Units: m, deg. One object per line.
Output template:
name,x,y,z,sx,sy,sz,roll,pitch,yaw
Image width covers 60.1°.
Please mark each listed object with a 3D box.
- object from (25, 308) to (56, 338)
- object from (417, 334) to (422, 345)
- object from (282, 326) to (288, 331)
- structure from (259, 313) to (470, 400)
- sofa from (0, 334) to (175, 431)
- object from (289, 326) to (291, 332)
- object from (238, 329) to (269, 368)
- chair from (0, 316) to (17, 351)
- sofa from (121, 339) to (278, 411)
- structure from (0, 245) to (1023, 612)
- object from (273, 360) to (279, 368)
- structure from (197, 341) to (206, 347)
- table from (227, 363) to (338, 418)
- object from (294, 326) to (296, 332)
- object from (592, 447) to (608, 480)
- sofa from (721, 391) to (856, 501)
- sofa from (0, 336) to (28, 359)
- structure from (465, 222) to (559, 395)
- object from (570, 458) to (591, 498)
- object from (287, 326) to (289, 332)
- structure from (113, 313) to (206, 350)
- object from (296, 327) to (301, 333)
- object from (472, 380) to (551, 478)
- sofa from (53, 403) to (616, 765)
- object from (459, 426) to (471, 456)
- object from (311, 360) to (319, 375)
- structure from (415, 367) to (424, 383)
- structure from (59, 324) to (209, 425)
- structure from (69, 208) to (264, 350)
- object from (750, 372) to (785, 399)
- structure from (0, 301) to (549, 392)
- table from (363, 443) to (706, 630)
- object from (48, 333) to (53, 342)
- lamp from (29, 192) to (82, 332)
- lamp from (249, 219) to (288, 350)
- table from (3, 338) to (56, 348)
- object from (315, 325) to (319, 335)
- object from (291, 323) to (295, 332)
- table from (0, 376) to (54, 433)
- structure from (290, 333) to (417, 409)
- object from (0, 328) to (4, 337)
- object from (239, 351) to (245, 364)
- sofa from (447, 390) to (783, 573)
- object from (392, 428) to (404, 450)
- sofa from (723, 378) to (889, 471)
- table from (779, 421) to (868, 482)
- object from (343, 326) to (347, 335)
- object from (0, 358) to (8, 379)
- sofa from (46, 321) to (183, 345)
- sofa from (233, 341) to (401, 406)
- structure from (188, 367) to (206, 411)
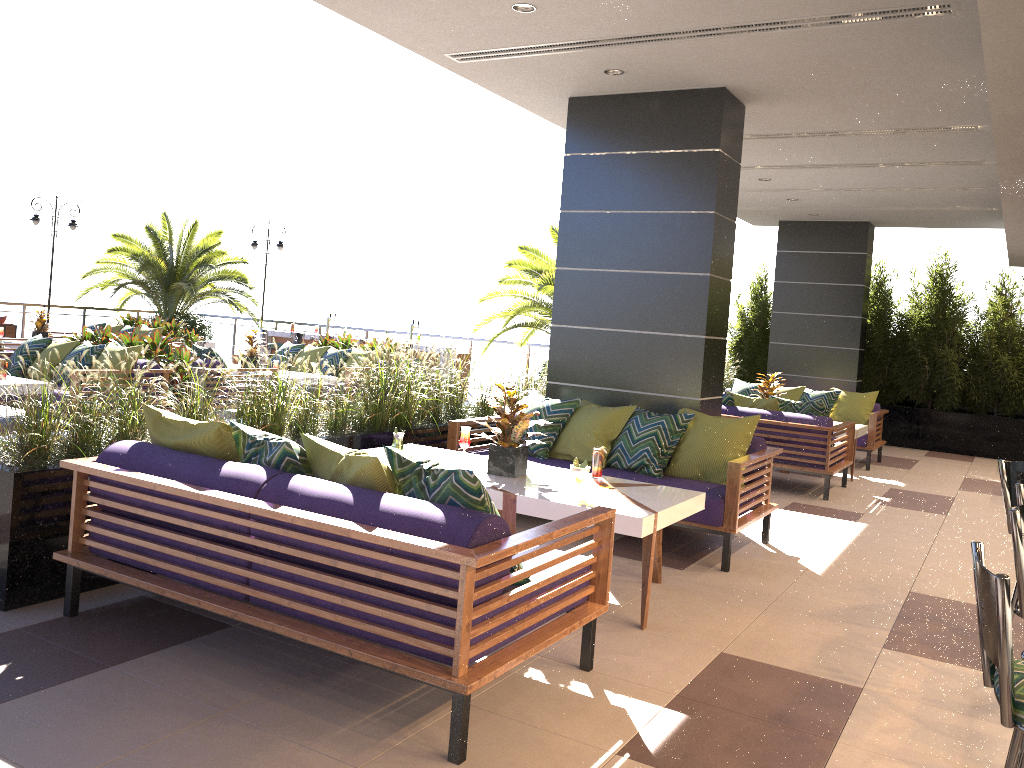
object,-7.229,-0.896,13.553,0.424,0.526,0.431,3,2,-33
object,-1.642,-0.789,15.595,0.069,0.198,0.082,4,1,-24
object,-4.536,-1.060,17.666,0.105,0.209,0.105,5,1,5
structure,-2.853,-0.616,16.589,4.412,1.327,0.803,7,2,30
sofa,-4.633,-0.027,9.045,2.131,0.919,1.118,6,3,30
object,-4.401,-1.049,17.660,0.105,0.209,0.105,5,1,5
object,-3.323,-0.440,11.308,0.426,0.526,0.429,6,2,42
chair,-9.817,-0.893,16.527,0.716,0.815,0.713,6,2,30
sofa,-3.908,-0.062,10.366,2.131,0.919,1.118,6,3,30
structure,0.899,-0.295,3.061,7.836,3.119,24.704,6,4,30
object,-2.878,-0.197,10.786,0.069,0.181,0.069,5,1,18
structure,-5.203,-0.356,14.756,0.100,0.700,0.180,5,1,30
table,-3.349,0.096,11.347,2.042,0.553,0.940,7,4,30
object,-4.337,-1.037,17.554,0.105,0.209,0.105,5,1,5
object,0.498,0.453,5.080,0.066,0.189,0.085,4,1,-35
sofa,2.317,0.505,9.116,2.131,0.919,1.118,6,3,30
sofa,-7.777,-0.515,12.601,2.131,0.919,1.118,6,3,30
structure,1.208,-1.124,14.217,3.795,3.301,3.763,4,3,-17
object,0.345,0.476,4.517,0.105,0.197,0.106,4,1,-32
object,-4.485,-1.063,17.769,0.105,0.209,0.105,5,1,5
structure,-6.260,-0.612,15.305,2.257,1.171,0.736,6,2,31
object,-4.273,-1.038,17.642,0.105,0.209,0.105,5,1,5
object,-0.021,0.250,5.009,0.431,0.526,0.424,6,2,42
sofa,-0.762,0.637,3.758,2.131,0.919,1.118,6,3,30
object,-0.297,0.361,5.580,0.069,0.181,0.069,5,1,13
object,-2.533,-0.217,11.352,0.105,0.197,0.106,4,1,-27
structure,-1.324,0.098,12.515,0.100,0.700,0.180,5,1,30
structure,-4.270,-0.073,9.717,2.425,1.172,0.700,6,2,32
structure,-7.273,-2.113,19.049,3.799,3.301,3.759,4,2,-2
object,2.990,0.121,10.253,0.424,0.526,0.431,3,2,-43
structure,-6.454,-0.351,10.649,12.949,1.058,17.486,7,5,30
table,-0.058,0.787,5.021,2.042,0.553,0.940,7,4,30
object,-6.793,-0.658,13.023,0.066,0.189,0.085,4,1,-30
lamp,-9.378,-2.221,18.013,0.264,3.326,1.120,5,1,30
lamp,-5.611,-2.068,20.023,1.124,3.326,0.263,5,1,30
table,-7.209,-0.356,13.576,2.042,0.553,0.940,7,4,30
object,-3.710,-1.023,16.794,0.069,0.181,0.069,4,1,2
object,-4.232,-1.088,17.092,0.066,0.189,0.085,4,1,-35
table,-5.244,0.177,8.050,2.042,0.553,0.940,7,4,30
structure,-2.342,-0.156,13.080,2.257,1.171,0.736,6,2,31
object,-7.848,-0.775,13.595,0.069,0.181,0.069,5,1,18
object,-3.665,-0.351,12.020,0.082,0.198,0.069,4,1,-19
sofa,0.706,0.574,6.313,2.131,0.919,1.118,6,3,30
object,-0.654,0.354,5.065,0.069,0.211,0.069,5,1,13
sofa,3.596,0.451,11.341,2.131,0.919,1.118,6,3,30
table,2.949,0.659,10.254,2.042,0.553,0.940,7,4,30
object,-3.101,-0.967,16.443,0.069,0.211,0.069,5,1,13
object,-4.580,-0.139,7.974,0.066,0.189,0.085,4,1,-30
sofa,-6.614,-0.563,14.599,2.131,0.919,1.118,6,3,30
sofa,-2.752,-0.111,12.367,2.131,0.919,1.118,6,3,30
structure,-3.263,0.181,9.141,0.100,0.700,0.180,5,1,30
